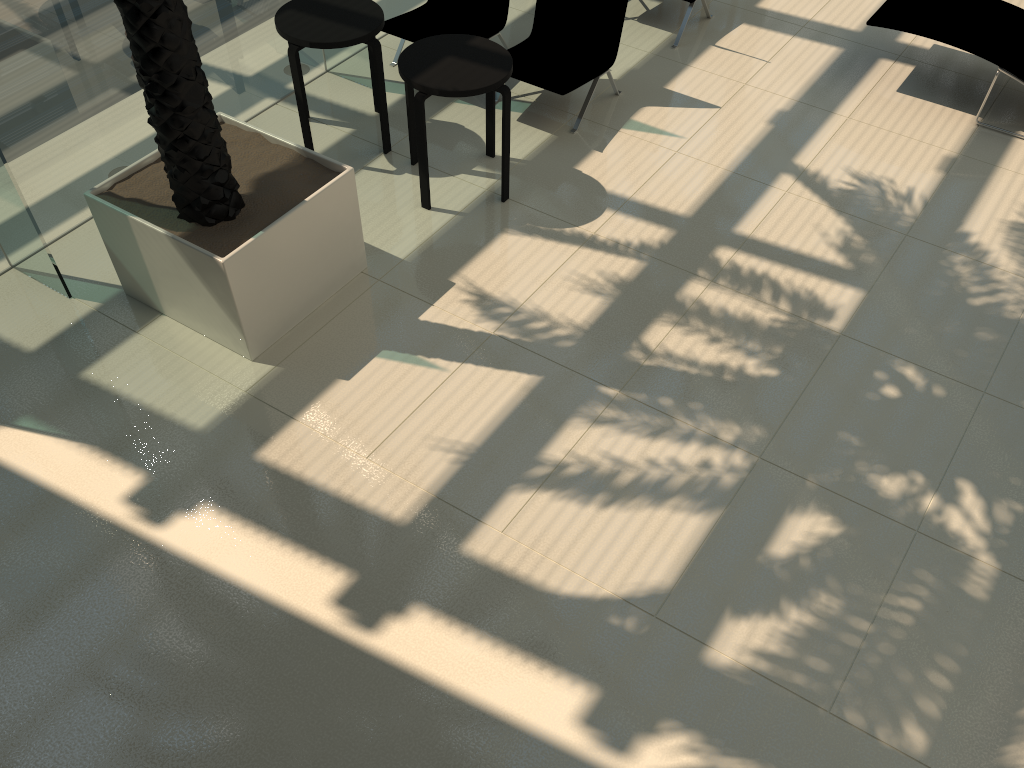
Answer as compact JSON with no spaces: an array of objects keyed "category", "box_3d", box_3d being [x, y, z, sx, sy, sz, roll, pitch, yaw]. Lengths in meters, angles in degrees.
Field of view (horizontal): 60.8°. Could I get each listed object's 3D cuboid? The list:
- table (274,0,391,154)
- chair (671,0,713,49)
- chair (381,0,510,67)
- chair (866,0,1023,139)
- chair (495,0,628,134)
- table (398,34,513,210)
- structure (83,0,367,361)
[{"category":"table","box_3d":[-1.152,-2.023,5.780,0.679,0.846,0.623,-6,50,-7]},{"category":"chair","box_3d":[1.241,-3.369,6.863,0.697,0.963,0.836,28,54,21]},{"category":"chair","box_3d":[-0.492,-2.753,6.313,0.697,0.963,0.836,28,54,21]},{"category":"chair","box_3d":[3.653,-2.561,6.077,1.986,1.254,0.867,26,53,19]},{"category":"chair","box_3d":[0.286,-2.377,6.029,0.697,0.963,0.836,28,54,21]},{"category":"table","box_3d":[-0.344,-1.632,5.484,0.679,0.846,0.623,-6,50,-7]},{"category":"structure","box_3d":[-1.663,-3.029,2.231,4.442,7.599,4.424,10,49,7]}]
